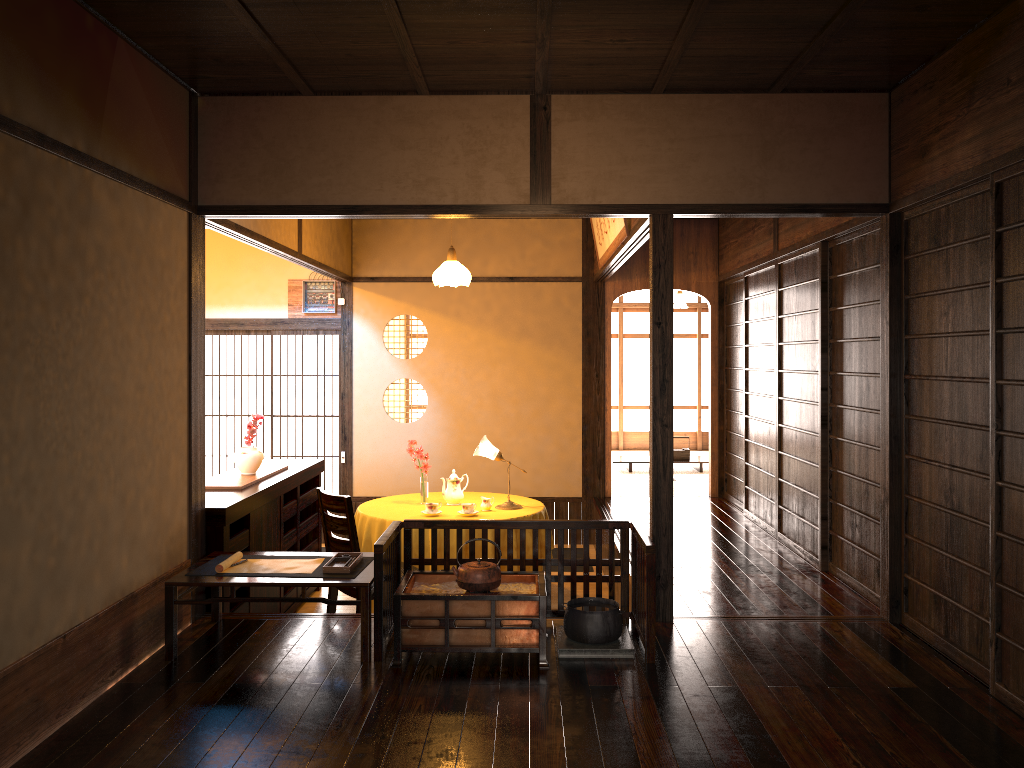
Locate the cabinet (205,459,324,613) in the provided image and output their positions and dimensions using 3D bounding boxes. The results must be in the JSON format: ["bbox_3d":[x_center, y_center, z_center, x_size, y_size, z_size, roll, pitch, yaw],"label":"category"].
[{"bbox_3d":[-1.680,1.084,5.599,0.489,0.971,2.186,0,1,1],"label":"cabinet"}]

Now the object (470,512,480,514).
[{"bbox_3d":[-0.264,0.848,5.805,0.126,0.019,0.029,0,1,4],"label":"object"}]

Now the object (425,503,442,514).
[{"bbox_3d":[-0.528,0.823,5.853,0.099,0.076,0.090,1,1,26],"label":"object"}]

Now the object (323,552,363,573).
[{"bbox_3d":[-0.774,0.820,4.072,0.121,0.028,0.295,0,2,2],"label":"object"}]

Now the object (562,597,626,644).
[{"bbox_3d":[0.365,1.063,3.985,0.267,0.147,0.267,-1,2,-33],"label":"object"}]

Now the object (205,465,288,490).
[{"bbox_3d":[-1.689,0.588,5.630,0.267,0.020,0.998,0,2,1],"label":"object"}]

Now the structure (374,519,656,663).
[{"bbox_3d":[0.015,0.924,4.062,1.197,0.499,0.598,0,1,1],"label":"structure"}]

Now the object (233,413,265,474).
[{"bbox_3d":[-1.681,0.385,5.761,0.189,0.378,0.321,0,1,10],"label":"object"}]

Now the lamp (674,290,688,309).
[{"bbox_3d":[1.966,-1.282,10.371,0.196,0.798,0.225,0,0,9],"label":"lamp"}]

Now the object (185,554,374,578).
[{"bbox_3d":[-1.047,0.836,4.075,0.760,0.003,0.405,0,2,4],"label":"object"}]

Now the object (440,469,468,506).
[{"bbox_3d":[-0.408,0.729,6.293,0.163,0.252,0.154,0,0,14],"label":"object"}]

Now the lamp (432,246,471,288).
[{"bbox_3d":[-0.426,-1.092,6.265,0.249,0.810,0.277,0,0,23],"label":"lamp"}]

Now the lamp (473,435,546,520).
[{"bbox_3d":[-0.016,0.952,6.155,0.512,1.203,0.198,0,0,1],"label":"lamp"}]

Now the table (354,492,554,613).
[{"bbox_3d":[-0.424,1.203,6.245,1.444,0.695,1.443,0,1,1],"label":"table"}]

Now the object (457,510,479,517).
[{"bbox_3d":[-0.290,0.856,5.850,0.144,0.024,0.144,-1,2,-39],"label":"object"}]

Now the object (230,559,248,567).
[{"bbox_3d":[-1.261,0.828,4.100,0.012,0.010,0.141,0,2,16],"label":"object"}]

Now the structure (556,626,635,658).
[{"bbox_3d":[0.367,1.156,3.983,0.330,0.040,0.330,0,2,1],"label":"structure"}]

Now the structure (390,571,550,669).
[{"bbox_3d":[-0.172,1.028,3.921,0.666,0.300,0.453,0,1,1],"label":"structure"}]

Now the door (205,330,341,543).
[{"bbox_3d":[-2.919,0.489,8.360,2.648,2.000,0.066,0,0,1],"label":"door"}]

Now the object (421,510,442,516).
[{"bbox_3d":[-0.532,0.856,5.855,0.144,0.024,0.144,-1,2,-39],"label":"object"}]

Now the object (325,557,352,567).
[{"bbox_3d":[-0.788,0.820,4.032,0.082,0.019,0.200,0,2,2],"label":"object"}]

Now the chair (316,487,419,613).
[{"bbox_3d":[-0.835,1.101,5.280,0.577,0.960,0.491,0,0,-34],"label":"chair"}]

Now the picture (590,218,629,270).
[{"bbox_3d":[0.664,-1.201,6.345,0.117,0.565,2.044,0,2,1],"label":"picture"}]

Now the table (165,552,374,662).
[{"bbox_3d":[-1.038,1.005,4.075,0.880,0.336,0.600,0,1,1],"label":"table"}]

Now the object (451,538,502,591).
[{"bbox_3d":[-0.146,0.790,3.921,0.198,0.216,0.198,1,1,40],"label":"object"}]

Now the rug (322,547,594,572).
[{"bbox_3d":[-0.802,1.509,7.658,2.954,0.005,0.902,0,2,1],"label":"rug"}]

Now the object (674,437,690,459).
[{"bbox_3d":[1.941,0.744,10.361,0.260,0.258,0.150,0,0,1],"label":"object"}]

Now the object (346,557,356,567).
[{"bbox_3d":[-0.740,0.822,4.084,0.012,0.012,0.180,0,2,1],"label":"object"}]

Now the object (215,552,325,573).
[{"bbox_3d":[-1.100,0.816,4.063,0.430,0.038,0.275,0,2,1],"label":"object"}]

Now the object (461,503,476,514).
[{"bbox_3d":[-0.288,0.824,5.846,0.090,0.076,0.099,0,1,-14],"label":"object"}]

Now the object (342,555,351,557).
[{"bbox_3d":[-0.778,0.816,4.159,0.040,0.021,0.040,-1,2,-36],"label":"object"}]

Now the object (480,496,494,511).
[{"bbox_3d":[-0.173,0.813,6.047,0.083,0.098,0.078,0,1,-30],"label":"object"}]

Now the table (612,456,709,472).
[{"bbox_3d":[1.753,0.932,10.364,1.200,0.118,0.600,0,2,1],"label":"table"}]
